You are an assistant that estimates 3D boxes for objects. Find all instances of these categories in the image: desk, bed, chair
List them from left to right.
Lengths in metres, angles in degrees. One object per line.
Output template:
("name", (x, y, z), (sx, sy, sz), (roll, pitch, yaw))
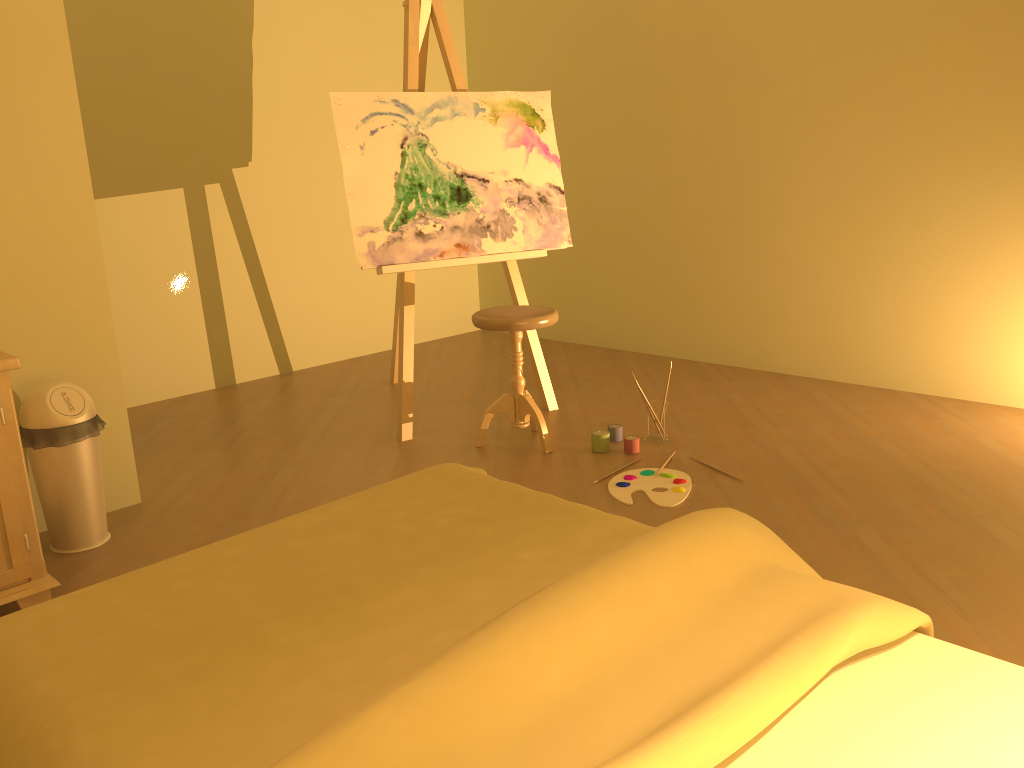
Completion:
("desk", (-1.936, 0.376, 2.047), (0.684, 0.720, 1.396), (11, 20, 44))
("chair", (0.027, -0.021, 3.615), (0.348, 0.551, 0.364), (-12, 17, -32))
("bed", (0.248, 0.426, 1.099), (2.378, 0.894, 1.286), (11, 20, 44))

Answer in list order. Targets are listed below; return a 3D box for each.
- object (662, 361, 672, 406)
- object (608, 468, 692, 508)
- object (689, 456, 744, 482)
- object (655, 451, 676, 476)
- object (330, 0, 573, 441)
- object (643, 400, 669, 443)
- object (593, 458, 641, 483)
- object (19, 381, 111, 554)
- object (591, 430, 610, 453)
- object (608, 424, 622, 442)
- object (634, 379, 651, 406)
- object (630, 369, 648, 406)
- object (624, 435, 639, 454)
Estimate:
("object", (0.624, 0.066, 3.630), (0.069, 0.319, 0.010), (-7, 15, -17))
("object", (0.485, 0.356, 3.134), (0.288, 0.014, 0.366), (2, 15, 17))
("object", (0.749, 0.310, 3.274), (0.010, 0.010, 0.325), (-9, 15, -24))
("object", (0.580, 0.298, 3.346), (0.010, 0.015, 0.325), (3, 15, 23))
("object", (-0.414, -0.727, 3.984), (1.132, 1.896, 0.972), (5, 16, 27))
("object", (0.588, 0.153, 3.624), (0.106, 0.157, 0.106), (2, 15, 17))
("object", (0.393, 0.320, 3.299), (0.010, 0.010, 0.325), (9, 18, 39))
("object", (-1.413, 0.252, 2.819), (0.248, 0.535, 0.255), (-5, 14, -10))
("object", (0.353, 0.229, 3.537), (0.073, 0.073, 0.073), (-14, 18, -39))
("object", (0.426, 0.202, 3.660), (0.060, 0.060, 0.060), (5, 16, 29))
("object", (0.562, 0.100, 3.582), (0.172, 0.278, 0.010), (-11, 17, -31))
("object", (0.552, 0.085, 3.629), (0.159, 0.286, 0.010), (9, 18, 39))
("object", (0.472, 0.240, 3.500), (0.060, 0.060, 0.060), (5, 16, 26))
